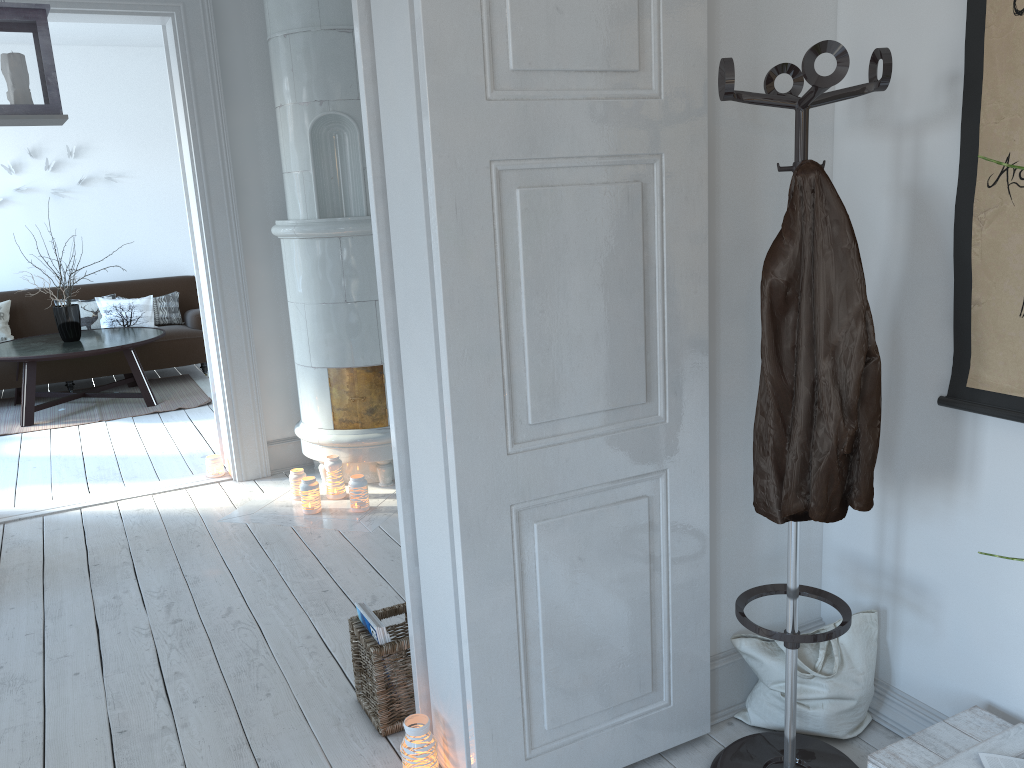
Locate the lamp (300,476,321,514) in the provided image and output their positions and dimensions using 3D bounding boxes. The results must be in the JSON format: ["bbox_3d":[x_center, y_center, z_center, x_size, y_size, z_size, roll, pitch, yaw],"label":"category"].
[{"bbox_3d":[-0.949,0.523,4.174,0.089,0.166,0.088,-9,14,-25],"label":"lamp"}]

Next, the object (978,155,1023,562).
[{"bbox_3d":[1.063,0.366,1.116,1.044,1.560,0.287,-3,13,3],"label":"object"}]

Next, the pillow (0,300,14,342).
[{"bbox_3d":[-4.310,-0.464,7.164,0.518,0.368,0.238,-10,14,-26],"label":"pillow"}]

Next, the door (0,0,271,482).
[{"bbox_3d":[-2.177,-0.626,4.259,2.595,2.515,0.576,-10,15,-26],"label":"door"}]

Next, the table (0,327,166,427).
[{"bbox_3d":[-3.293,-0.082,6.751,1.297,0.505,1.297,-12,15,-36],"label":"table"}]

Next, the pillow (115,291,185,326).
[{"bbox_3d":[-3.155,-0.639,7.732,0.541,0.289,0.182,-9,14,-25],"label":"pillow"}]

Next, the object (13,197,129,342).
[{"bbox_3d":[-3.211,-0.849,6.563,0.525,1.070,0.843,5,16,33],"label":"object"}]

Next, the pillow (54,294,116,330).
[{"bbox_3d":[-3.576,-0.564,7.485,0.472,0.349,0.158,-10,15,-28],"label":"pillow"}]

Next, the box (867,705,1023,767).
[{"bbox_3d":[1.068,0.918,1.730,0.375,0.219,0.639,-10,14,-26],"label":"box"}]

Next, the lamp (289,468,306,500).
[{"bbox_3d":[-1.054,0.494,4.378,0.084,0.147,0.083,-9,14,-22],"label":"lamp"}]

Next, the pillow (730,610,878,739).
[{"bbox_3d":[0.784,0.750,2.344,0.317,0.315,0.272,-9,14,-25],"label":"pillow"}]

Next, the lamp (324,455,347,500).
[{"bbox_3d":[-0.871,0.456,4.353,0.098,0.211,0.098,-9,14,-22],"label":"lamp"}]

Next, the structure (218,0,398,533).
[{"bbox_3d":[-0.884,-0.787,4.285,0.800,2.839,1.243,1,14,18],"label":"structure"}]

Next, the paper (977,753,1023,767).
[{"bbox_3d":[1.074,0.799,1.765,0.222,0.031,0.174,-2,12,5],"label":"paper"}]

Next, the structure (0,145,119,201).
[{"bbox_3d":[-3.895,-1.775,7.518,1.024,0.480,0.085,-9,15,-26],"label":"structure"}]

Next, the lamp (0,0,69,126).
[{"bbox_3d":[-1.525,-1.649,2.477,0.228,1.769,0.228,-11,15,-29],"label":"lamp"}]

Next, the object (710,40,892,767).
[{"bbox_3d":[0.618,0.159,1.933,0.374,1.665,0.373,-8,14,-19],"label":"object"}]

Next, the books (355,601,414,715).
[{"bbox_3d":[-0.309,0.766,2.523,0.200,0.301,0.179,-10,15,-26],"label":"books"}]

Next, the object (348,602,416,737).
[{"bbox_3d":[-0.295,0.796,2.535,0.269,0.266,0.223,-10,14,-26],"label":"object"}]

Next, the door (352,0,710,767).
[{"bbox_3d":[-0.790,-0.129,1.638,2.595,2.515,0.576,-10,15,-26],"label":"door"}]

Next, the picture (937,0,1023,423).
[{"bbox_3d":[1.149,-0.526,1.577,0.057,1.318,0.791,-10,15,-26],"label":"picture"}]

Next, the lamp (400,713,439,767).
[{"bbox_3d":[-0.227,0.906,2.176,0.092,0.180,0.092,-15,18,-42],"label":"lamp"}]

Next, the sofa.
[{"bbox_3d":[-3.659,-0.381,7.400,2.162,0.828,0.966,-9,14,-26],"label":"sofa"}]

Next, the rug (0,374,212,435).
[{"bbox_3d":[-3.291,0.133,6.826,1.708,0.055,1.452,-9,14,-26],"label":"rug"}]

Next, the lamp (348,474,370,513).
[{"bbox_3d":[-0.719,0.512,4.162,0.089,0.166,0.089,-10,15,-27],"label":"lamp"}]

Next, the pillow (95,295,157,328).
[{"bbox_3d":[-3.282,-0.604,7.544,0.470,0.310,0.187,-9,14,-25],"label":"pillow"}]

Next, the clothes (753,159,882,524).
[{"bbox_3d":[0.621,-0.062,1.810,0.237,0.773,0.210,-2,13,6],"label":"clothes"}]

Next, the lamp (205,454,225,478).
[{"bbox_3d":[-1.608,0.444,4.795,0.093,0.110,0.093,-5,13,-9],"label":"lamp"}]
